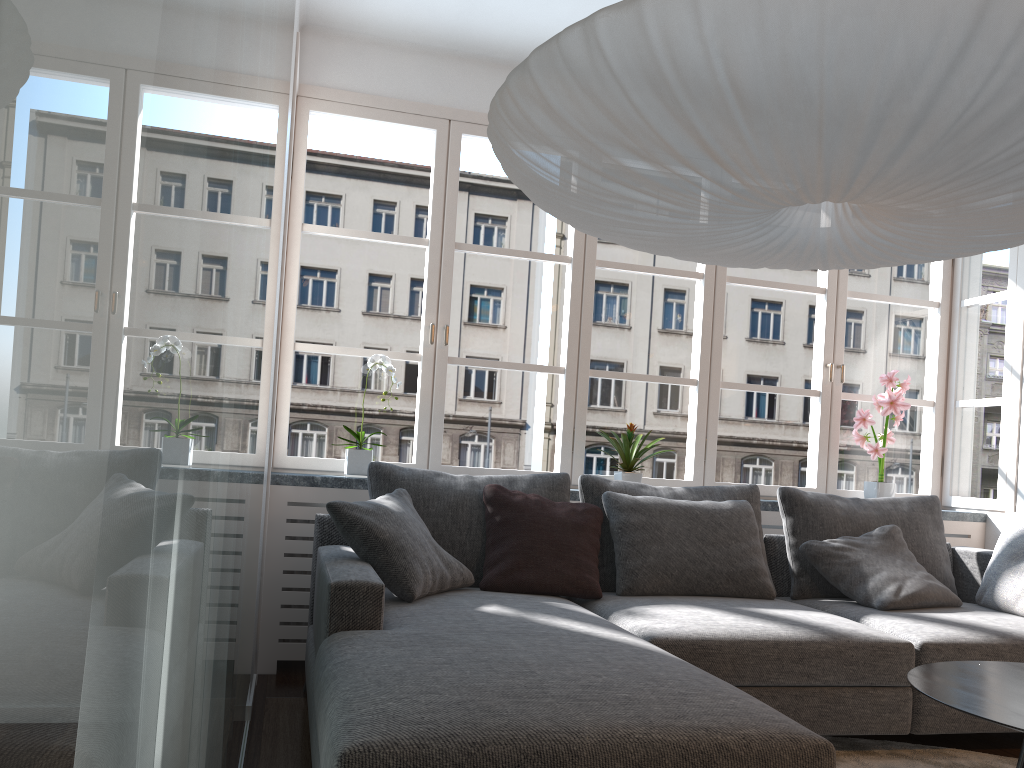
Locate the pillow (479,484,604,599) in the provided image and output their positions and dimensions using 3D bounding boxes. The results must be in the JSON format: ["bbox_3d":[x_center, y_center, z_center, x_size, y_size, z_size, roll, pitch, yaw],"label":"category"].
[{"bbox_3d":[0.127,0.596,3.361,0.521,0.402,0.311,4,-3,-12],"label":"pillow"}]

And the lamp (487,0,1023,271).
[{"bbox_3d":[0.676,-0.432,1.910,1.469,0.209,1.477,1,-6,23],"label":"lamp"}]

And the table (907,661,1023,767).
[{"bbox_3d":[1.279,0.914,1.855,0.848,0.471,0.849,4,-4,-12],"label":"table"}]

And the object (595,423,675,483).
[{"bbox_3d":[0.575,0.343,4.110,0.377,0.327,0.322,6,-4,-39],"label":"object"}]

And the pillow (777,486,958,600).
[{"bbox_3d":[1.570,0.710,3.885,0.837,0.476,0.275,5,-2,-14],"label":"pillow"}]

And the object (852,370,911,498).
[{"bbox_3d":[1.852,0.273,4.443,0.201,0.689,0.297,4,-2,-35],"label":"object"}]

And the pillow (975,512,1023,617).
[{"bbox_3d":[2.075,0.727,3.537,0.287,0.413,0.495,4,-4,-15],"label":"pillow"}]

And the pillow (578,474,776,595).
[{"bbox_3d":[0.683,0.634,3.673,0.840,0.474,0.277,5,-2,-14],"label":"pillow"}]

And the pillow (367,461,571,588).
[{"bbox_3d":[-0.157,0.563,3.451,0.837,0.477,0.275,5,-2,-14],"label":"pillow"}]

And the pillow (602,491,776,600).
[{"bbox_3d":[0.703,0.647,3.530,0.667,0.396,0.292,5,-3,-14],"label":"pillow"}]

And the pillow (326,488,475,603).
[{"bbox_3d":[-0.377,0.552,3.085,0.346,0.358,0.517,2,-4,25],"label":"pillow"}]

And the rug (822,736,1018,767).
[{"bbox_3d":[1.162,1.126,1.725,2.847,0.012,2.839,7,-6,-34],"label":"rug"}]

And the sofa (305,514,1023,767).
[{"bbox_3d":[0.928,0.886,2.830,3.071,0.670,2.045,5,-5,-14],"label":"sofa"}]

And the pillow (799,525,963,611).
[{"bbox_3d":[1.509,0.741,3.621,0.493,0.320,0.444,6,-5,-32],"label":"pillow"}]
